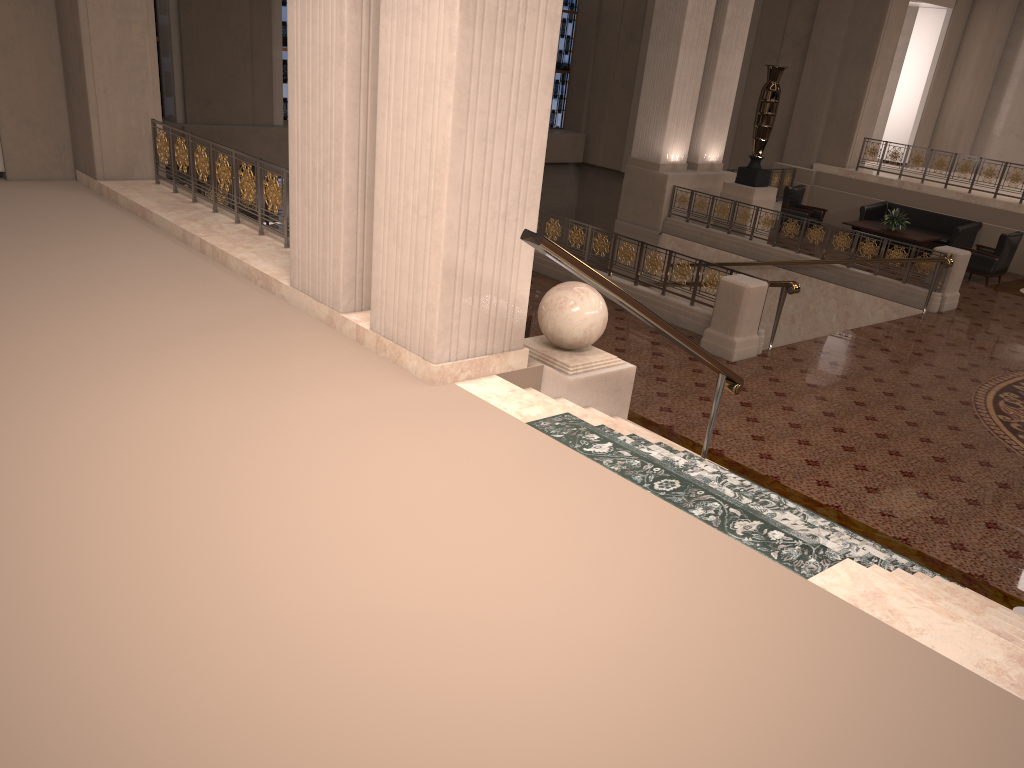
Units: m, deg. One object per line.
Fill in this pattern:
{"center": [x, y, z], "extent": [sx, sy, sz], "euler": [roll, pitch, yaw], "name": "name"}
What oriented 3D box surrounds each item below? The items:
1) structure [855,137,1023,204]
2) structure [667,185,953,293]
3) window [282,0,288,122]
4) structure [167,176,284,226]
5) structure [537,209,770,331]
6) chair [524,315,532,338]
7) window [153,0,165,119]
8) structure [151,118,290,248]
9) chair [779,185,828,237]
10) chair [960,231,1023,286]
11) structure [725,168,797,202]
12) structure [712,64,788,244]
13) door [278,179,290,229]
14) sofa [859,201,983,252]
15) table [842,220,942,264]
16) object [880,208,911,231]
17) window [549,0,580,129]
{"center": [8.059, -3.918, 16.199], "extent": [0.031, 0.654, 3.588], "euler": [-17, 32, -39], "name": "structure"}
{"center": [4.341, -2.335, 13.661], "extent": [0.078, 0.563, 4.796], "euler": [-17, 32, -40], "name": "structure"}
{"center": [-3.513, -8.079, 17.577], "extent": [2.944, 5.607, 0.067], "euler": [-14, 33, -37], "name": "window"}
{"center": [-3.074, -2.243, 10.958], "extent": [2.499, 0.684, 0.031], "euler": [-12, 31, -38], "name": "structure"}
{"center": [1.143, -1.664, 11.064], "extent": [0.078, 0.563, 4.792], "euler": [-16, 31, -39], "name": "structure"}
{"center": [-0.172, -0.507, 8.098], "extent": [0.646, 0.883, 0.687], "euler": [9, 25, 6], "name": "chair"}
{"center": [-7.369, -7.269, 14.445], "extent": [2.944, 5.607, 0.067], "euler": [-14, 33, -37], "name": "window"}
{"center": [-2.413, -1.721, 7.696], "extent": [0.031, 0.654, 3.587], "euler": [-17, 32, -39], "name": "structure"}
{"center": [5.424, -3.232, 16.479], "extent": [0.699, 0.883, 0.635], "euler": [27, 31, 37], "name": "chair"}
{"center": [7.762, -2.100, 14.361], "extent": [0.638, 0.883, 0.696], "euler": [-15, 32, -39], "name": "chair"}
{"center": [4.818, -3.899, 17.366], "extent": [2.499, 0.684, 0.031], "euler": [-12, 31, -38], "name": "structure"}
{"center": [4.093, -3.787, 14.735], "extent": [0.689, 2.918, 0.680], "euler": [-16, 33, -38], "name": "structure"}
{"center": [-4.560, -3.112, 18.869], "extent": [1.469, 2.850, 0.150], "euler": [-14, 33, -37], "name": "door"}
{"center": [7.376, -2.787, 16.136], "extent": [0.862, 0.740, 1.867], "euler": [-15, 31, -40], "name": "sofa"}
{"center": [6.670, -2.515, 15.631], "extent": [0.826, 0.456, 1.432], "euler": [-14, 30, -40], "name": "table"}
{"center": [6.711, -2.890, 15.427], "extent": [0.502, 0.394, 0.502], "euler": [2, 24, -10], "name": "object"}
{"center": [0.477, -8.916, 20.816], "extent": [2.944, 5.607, 0.067], "euler": [-14, 33, -37], "name": "window"}
